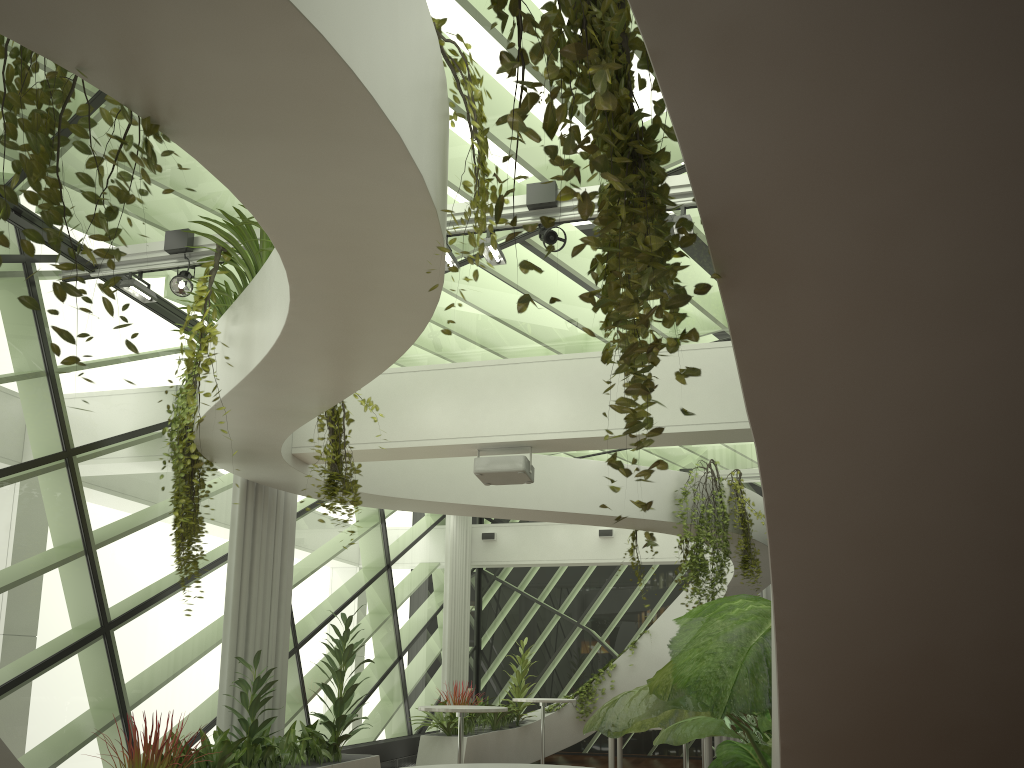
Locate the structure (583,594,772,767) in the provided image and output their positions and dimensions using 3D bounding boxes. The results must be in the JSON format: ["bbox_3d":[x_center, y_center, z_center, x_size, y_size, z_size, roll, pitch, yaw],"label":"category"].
[{"bbox_3d":[1.692,2.885,7.211,1.785,1.661,9.216,-3,-19,14],"label":"structure"}]

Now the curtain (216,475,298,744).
[{"bbox_3d":[-2.431,2.035,8.432,0.160,3.969,1.075,-1,-11,13],"label":"curtain"}]

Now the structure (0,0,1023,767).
[{"bbox_3d":[-1.274,0.892,3.540,5.940,4.090,25.171,-5,-19,19],"label":"structure"}]

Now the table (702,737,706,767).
[{"bbox_3d":[2.467,4.627,11.181,0.869,1.064,0.872,12,-17,-39],"label":"table"}]

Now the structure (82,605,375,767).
[{"bbox_3d":[-2.019,2.441,6.952,0.855,1.547,3.444,-2,-17,14],"label":"structure"}]

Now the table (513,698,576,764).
[{"bbox_3d":[0.428,4.774,11.710,0.869,1.064,0.872,12,-17,-39],"label":"table"}]

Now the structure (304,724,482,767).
[{"bbox_3d":[-2.452,4.151,9.067,0.259,0.488,15.670,-2,-19,14],"label":"structure"}]

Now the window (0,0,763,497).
[{"bbox_3d":[0.026,-0.422,8.467,5.698,0.053,17.312,-4,-19,14],"label":"window"}]

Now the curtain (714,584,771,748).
[{"bbox_3d":[4.110,4.398,15.224,1.232,3.969,0.164,-2,-10,14],"label":"curtain"}]

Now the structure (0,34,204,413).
[{"bbox_3d":[-2.248,-0.803,1.699,3.221,1.805,1.265,7,-14,-19],"label":"structure"}]

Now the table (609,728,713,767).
[{"bbox_3d":[2.149,5.276,12.567,1.503,0.697,1.105,-4,-17,14],"label":"table"}]

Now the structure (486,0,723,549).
[{"bbox_3d":[0.239,-0.784,1.535,0.618,2.054,1.093,-4,-13,26],"label":"structure"}]

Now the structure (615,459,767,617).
[{"bbox_3d":[2.104,1.946,10.285,1.642,2.012,1.478,6,-14,-20],"label":"structure"}]

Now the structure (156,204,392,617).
[{"bbox_3d":[-1.530,0.286,5.686,1.453,2.239,4.775,6,-17,-21],"label":"structure"}]

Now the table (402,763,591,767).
[{"bbox_3d":[-0.013,1.696,2.513,0.855,1.064,0.886,1,-13,0],"label":"table"}]

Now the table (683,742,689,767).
[{"bbox_3d":[1.564,3.474,7.766,0.869,1.064,0.872,12,-17,-39],"label":"table"}]

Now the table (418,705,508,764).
[{"bbox_3d":[-0.475,3.621,8.294,0.869,1.064,0.872,12,-17,-39],"label":"table"}]

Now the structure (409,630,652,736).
[{"bbox_3d":[-0.013,4.508,13.355,4.856,1.621,2.069,17,-22,-42],"label":"structure"}]

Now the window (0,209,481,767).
[{"bbox_3d":[-2.750,1.970,8.787,0.084,4.490,17.345,-2,-18,14],"label":"window"}]

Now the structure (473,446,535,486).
[{"bbox_3d":[-0.059,0.673,7.233,0.463,0.268,0.401,-3,-16,14],"label":"structure"}]

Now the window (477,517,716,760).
[{"bbox_3d":[2.115,4.456,16.011,5.748,4.509,0.039,-3,-11,15],"label":"window"}]
